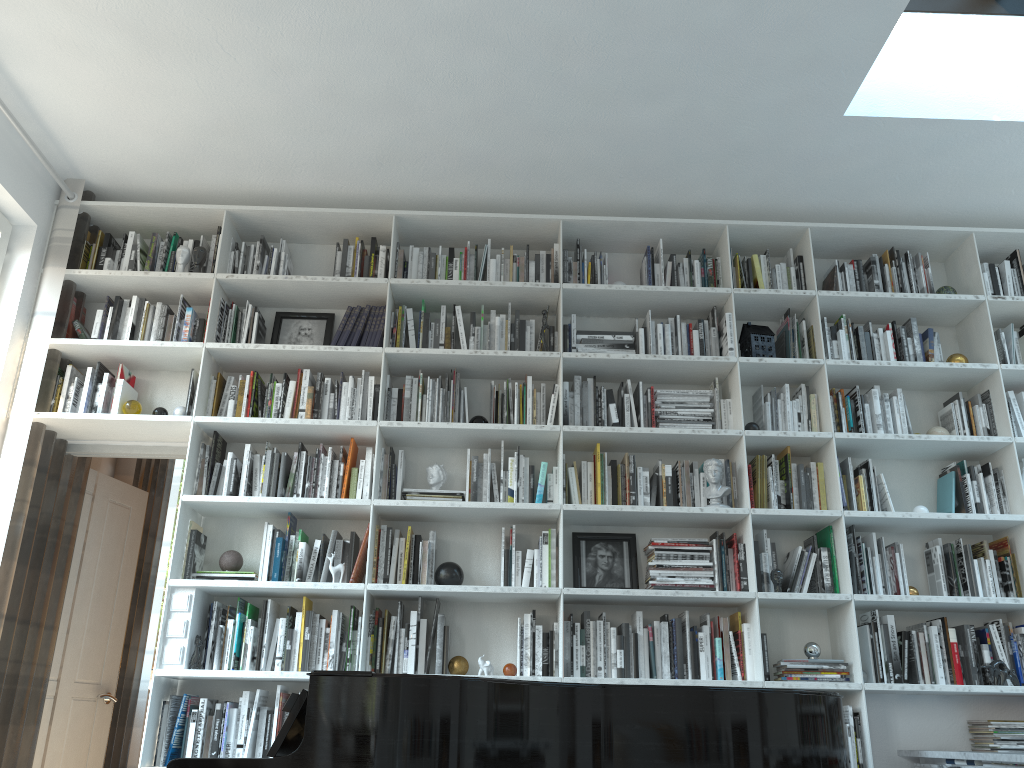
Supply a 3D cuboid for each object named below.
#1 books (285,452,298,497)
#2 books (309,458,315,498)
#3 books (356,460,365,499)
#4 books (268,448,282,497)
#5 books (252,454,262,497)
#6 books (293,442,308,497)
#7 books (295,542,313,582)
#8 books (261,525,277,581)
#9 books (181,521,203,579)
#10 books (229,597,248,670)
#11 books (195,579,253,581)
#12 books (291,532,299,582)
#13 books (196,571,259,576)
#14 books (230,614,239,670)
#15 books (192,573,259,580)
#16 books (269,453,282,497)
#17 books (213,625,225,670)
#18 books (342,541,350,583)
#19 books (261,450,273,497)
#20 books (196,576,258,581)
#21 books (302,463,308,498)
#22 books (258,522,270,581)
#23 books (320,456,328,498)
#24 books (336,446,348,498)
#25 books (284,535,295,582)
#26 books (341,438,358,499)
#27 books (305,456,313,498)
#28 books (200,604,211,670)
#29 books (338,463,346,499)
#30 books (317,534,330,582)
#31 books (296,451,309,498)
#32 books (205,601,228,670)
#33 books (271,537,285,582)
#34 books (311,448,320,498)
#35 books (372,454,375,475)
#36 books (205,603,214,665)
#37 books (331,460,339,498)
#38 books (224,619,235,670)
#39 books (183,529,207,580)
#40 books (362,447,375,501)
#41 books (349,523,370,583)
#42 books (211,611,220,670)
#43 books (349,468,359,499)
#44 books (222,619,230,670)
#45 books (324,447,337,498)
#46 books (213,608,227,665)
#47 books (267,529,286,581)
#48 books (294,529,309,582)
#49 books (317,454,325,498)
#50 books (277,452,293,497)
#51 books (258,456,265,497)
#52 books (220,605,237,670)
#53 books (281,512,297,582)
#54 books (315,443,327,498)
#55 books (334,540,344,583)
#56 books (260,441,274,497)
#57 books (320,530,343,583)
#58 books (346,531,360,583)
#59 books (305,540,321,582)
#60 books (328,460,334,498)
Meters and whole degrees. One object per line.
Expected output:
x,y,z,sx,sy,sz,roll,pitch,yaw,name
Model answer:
-1.023,0.463,4.167,0.048,0.255,0.142,1,-21,-1,books
-0.925,0.476,4.155,0.013,0.227,0.152,1,-21,-1,books
-0.702,0.483,4.157,0.031,0.222,0.145,1,-21,-1,books
-1.109,0.451,4.159,0.011,0.270,0.158,1,-21,-1,books
-1.186,0.466,4.163,0.049,0.242,0.140,1,-21,-1,books
-0.992,0.437,4.159,0.013,0.298,0.152,1,-21,-1,books
-0.934,0.824,3.991,0.029,0.189,0.189,1,-21,-1,books
-1.095,0.789,4.021,0.024,0.272,0.151,1,-21,-1,books
-1.453,0.779,4.028,0.012,0.284,0.160,1,-21,-1,books
-1.201,1.107,3.896,0.006,0.313,0.146,1,-21,-1,books
-1.271,0.898,3.985,0.254,0.012,0.161,1,-22,0,books
-0.971,0.808,4.030,0.022,0.248,0.129,1,-21,-1,books
-1.270,0.864,3.998,0.254,0.012,0.161,1,-22,0,books
-1.191,1.140,3.881,0.014,0.242,0.171,1,-21,-1,books
-1.270,0.873,3.987,0.285,0.012,0.160,0,-22,3,books
-1.091,0.461,4.138,0.024,0.236,0.167,1,-21,-1,books
-1.251,1.155,3.851,0.019,0.188,0.194,1,-21,-1,books
-0.746,0.828,4.018,0.027,0.209,0.144,1,-21,-1,books
-1.125,0.455,4.138,0.021,0.246,0.189,1,-21,-1,books
-1.271,0.885,3.985,0.254,0.012,0.161,3,-22,-4,books
-0.956,0.486,4.152,0.021,0.204,0.130,1,-21,-1,books
-1.113,0.783,4.024,0.012,0.284,0.160,1,-21,-1,books
-0.872,0.476,4.173,0.028,0.241,0.132,1,-21,-1,books
-0.803,0.452,4.177,0.015,0.291,0.144,1,-21,-1,books
-0.997,0.817,4.032,0.030,0.230,0.148,1,-21,-1,books
-0.764,0.433,4.171,0.035,0.324,0.170,1,-21,-1,books
-0.938,0.470,4.144,0.013,0.228,0.177,1,-21,-1,books
-1.324,1.122,3.900,0.008,0.284,0.160,1,-21,-1,books
-0.789,0.489,4.148,0.013,0.202,0.162,1,-21,-1,books
-0.857,0.815,4.032,0.013,0.241,0.142,1,-21,-1,books
-0.976,0.462,4.161,0.021,0.255,0.156,1,-21,-1,books
-1.297,1.115,3.894,0.014,0.293,0.172,1,-21,-1,books
-1.037,0.813,3.990,0.029,0.207,0.190,1,-21,-1,books
-0.912,0.454,4.159,0.012,0.271,0.146,1,-21,-1,books
-0.641,0.471,4.170,0.036,0.256,0.123,1,-21,-1,books
-1.312,1.120,3.899,0.016,0.288,0.153,1,-21,-1,books
-0.821,0.483,4.160,0.021,0.220,0.149,1,-21,-1,books
-1.212,1.149,3.870,0.015,0.216,0.181,1,-21,-1,books
-1.433,0.795,4.011,0.028,0.242,0.157,1,-21,-1,books
-0.673,0.457,4.173,0.027,0.284,0.148,1,-21,-1,books
-0.669,0.786,3.997,0.082,0.275,0.229,1,-21,-1,books
-1.279,1.136,3.895,0.022,0.256,0.142,1,-21,-1,books
-0.733,0.501,4.149,0.030,0.182,0.152,1,-21,-1,books
-1.227,1.153,3.881,0.015,0.217,0.177,1,-21,-1,books
-0.850,0.451,4.152,0.015,0.274,0.158,1,-21,-1,books
-1.263,1.126,3.879,0.007,0.263,0.177,1,-21,-1,books
-1.068,0.801,4.026,0.031,0.254,0.144,1,-21,-1,books
-0.953,0.800,4.013,0.011,0.249,0.172,1,-21,-1,books
-0.891,0.468,4.165,0.011,0.250,0.140,1,-21,-1,books
-1.058,0.462,4.147,0.023,0.241,0.185,1,-21,-1,books
-1.154,0.466,4.144,0.014,0.229,0.149,1,-21,-1,books
-1.237,1.121,3.886,0.008,0.278,0.165,1,-21,-1,books
-1.017,0.766,4.045,0.011,0.334,0.154,1,-21,-1,books
-0.902,0.445,4.179,0.011,0.303,0.130,1,-21,-1,books
-0.775,0.825,4.008,0.030,0.207,0.173,1,-21,-1,books
-1.141,0.436,4.153,0.011,0.292,0.184,1,-21,-1,books
-0.820,0.804,4.022,0.060,0.254,0.159,1,-21,-1,books
-0.722,0.810,4.028,0.021,0.250,0.155,1,-21,-1,books
-0.892,0.827,4.027,0.056,0.213,0.143,1,-21,-1,books
-0.837,0.483,4.155,0.012,0.216,0.161,1,-21,-1,books
